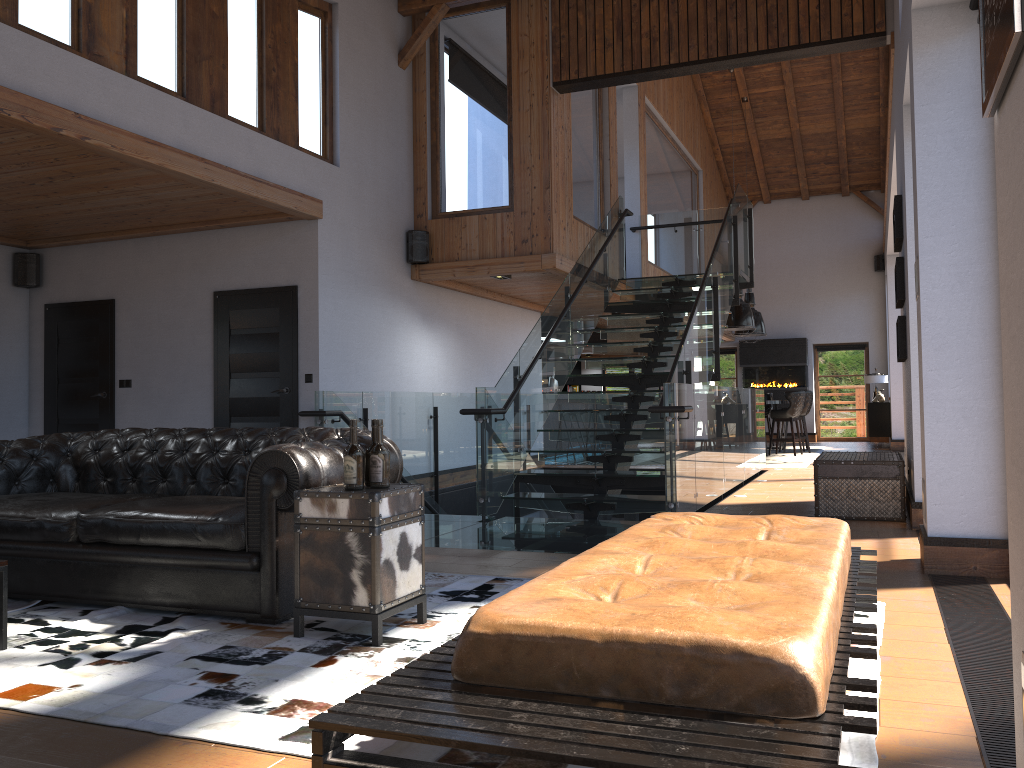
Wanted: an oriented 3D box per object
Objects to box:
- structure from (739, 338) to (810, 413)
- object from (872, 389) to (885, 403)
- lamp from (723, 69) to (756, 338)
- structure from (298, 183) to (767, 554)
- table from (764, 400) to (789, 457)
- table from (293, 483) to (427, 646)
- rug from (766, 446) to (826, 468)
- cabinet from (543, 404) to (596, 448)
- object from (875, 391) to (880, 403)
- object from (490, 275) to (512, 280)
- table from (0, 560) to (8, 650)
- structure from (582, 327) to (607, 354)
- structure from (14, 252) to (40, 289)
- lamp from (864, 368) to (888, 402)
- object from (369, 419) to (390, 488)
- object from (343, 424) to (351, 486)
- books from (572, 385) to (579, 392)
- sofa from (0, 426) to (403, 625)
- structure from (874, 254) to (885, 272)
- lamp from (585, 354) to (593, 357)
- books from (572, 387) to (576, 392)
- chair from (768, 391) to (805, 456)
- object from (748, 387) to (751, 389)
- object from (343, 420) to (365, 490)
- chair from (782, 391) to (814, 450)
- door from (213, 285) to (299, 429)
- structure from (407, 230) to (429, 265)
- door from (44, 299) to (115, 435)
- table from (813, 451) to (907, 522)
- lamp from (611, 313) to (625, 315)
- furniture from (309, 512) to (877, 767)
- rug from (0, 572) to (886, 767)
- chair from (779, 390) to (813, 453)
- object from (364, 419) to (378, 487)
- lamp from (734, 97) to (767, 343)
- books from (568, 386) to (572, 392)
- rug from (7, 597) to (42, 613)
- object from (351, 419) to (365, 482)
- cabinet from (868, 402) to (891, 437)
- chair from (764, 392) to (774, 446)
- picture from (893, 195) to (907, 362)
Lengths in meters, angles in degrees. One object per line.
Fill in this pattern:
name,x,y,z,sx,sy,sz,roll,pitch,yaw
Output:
structure,5.841,-0.167,19.754,1.432,1.650,0.436,-2,-2,21
object,7.168,0.235,17.354,0.181,0.262,0.498,-1,-1,-9
lamp,3.858,-3.146,15.345,0.627,4.687,0.616,0,-2,-23
structure,3.814,0.723,9.952,9.134,6.401,11.114,-1,-2,22
table,4.142,0.772,15.598,1.417,0.950,3.827,-1,-1,22
table,-0.632,0.736,3.727,0.402,0.609,0.421,-2,-2,22
rug,3.969,1.223,15.302,2.530,0.047,5.676,-1,-1,22
cabinet,1.048,0.741,16.346,0.881,1.104,4.839,-2,-1,22
object,7.347,0.230,17.886,0.149,0.288,0.504,-2,-2,22
object,-0.124,-1.197,9.732,0.154,0.068,0.263,-1,-1,22
table,-2.306,0.873,3.278,0.397,0.350,0.655,-2,-2,22
structure,0.943,-0.866,16.233,0.705,0.476,3.276,-1,-1,22
structure,-5.003,-1.173,9.153,0.212,0.349,0.215,-2,-2,22
lamp,7.553,0.019,18.378,0.465,0.726,0.475,-2,-2,31
object,-0.555,0.291,3.722,0.087,0.286,0.088,-2,-2,34
object,-0.671,0.294,3.750,0.087,0.286,0.087,-1,-2,0
books,1.921,0.177,26.977,0.211,0.261,0.212,-2,-2,22
sofa,-1.849,0.663,4.764,2.545,0.838,1.249,-1,-2,21
structure,7.932,-2.607,19.135,0.212,0.349,0.215,-2,-2,22
lamp,2.300,-0.860,26.473,0.154,0.068,0.263,-1,-1,22
books,1.800,0.203,26.742,0.258,0.197,0.298,-2,-2,25
chair,4.575,0.663,14.677,0.562,1.092,0.509,-2,-2,31
object,4.251,0.177,15.625,0.222,0.254,0.115,0,-2,-16
object,-0.652,0.291,3.654,0.087,0.286,0.088,-2,-2,32
chair,5.273,0.680,16.334,0.564,1.092,0.508,-2,-2,21
door,-2.366,0.142,8.202,0.933,2.056,0.145,-2,-2,21
structure,-1.012,-1.468,9.532,0.212,0.349,0.215,-2,-2,22
door,-4.381,0.190,8.989,0.933,2.056,0.145,-2,-2,21
table,2.936,0.836,7.474,0.678,0.470,1.264,-1,-2,22
lamp,1.696,-1.126,14.152,0.154,0.068,0.263,-1,-1,22
furniture,0.621,0.787,3.037,1.165,0.437,2.781,-1,-1,22
rug,-0.496,1.010,3.683,3.776,0.053,2.452,-1,-1,22
chair,4.949,0.664,15.419,0.567,1.092,0.505,-1,-2,6
object,-0.590,0.294,3.807,0.088,0.286,0.086,0,-2,-28
lamp,4.469,-3.122,16.829,0.627,4.687,0.616,0,-2,-23
books,1.659,0.186,26.487,0.181,0.232,0.286,-2,-2,25
rug,-3.808,1.063,3.784,2.411,0.053,4.077,-1,-1,23
object,-0.684,0.296,3.848,0.088,0.286,0.087,-1,-2,-1
cabinet,7.392,0.700,17.842,0.399,0.655,1.881,-2,-2,22
chair,4.895,0.712,17.506,0.500,1.092,0.572,-2,-2,21
picture,3.249,-0.852,7.429,0.059,1.313,0.780,-2,-2,22
